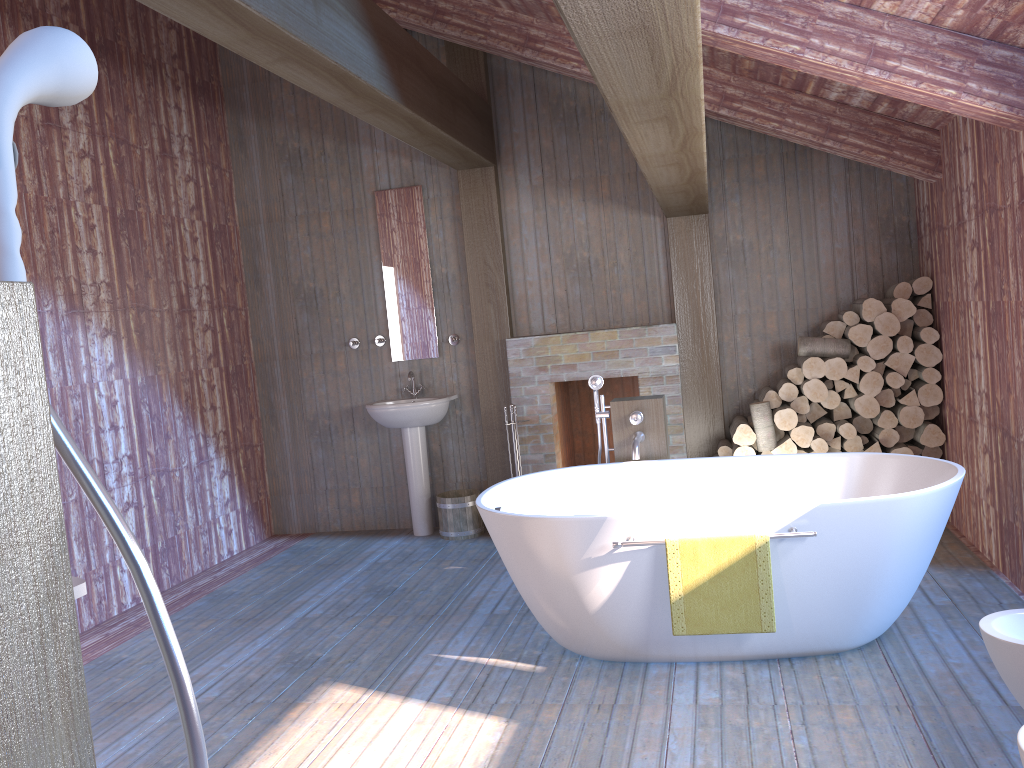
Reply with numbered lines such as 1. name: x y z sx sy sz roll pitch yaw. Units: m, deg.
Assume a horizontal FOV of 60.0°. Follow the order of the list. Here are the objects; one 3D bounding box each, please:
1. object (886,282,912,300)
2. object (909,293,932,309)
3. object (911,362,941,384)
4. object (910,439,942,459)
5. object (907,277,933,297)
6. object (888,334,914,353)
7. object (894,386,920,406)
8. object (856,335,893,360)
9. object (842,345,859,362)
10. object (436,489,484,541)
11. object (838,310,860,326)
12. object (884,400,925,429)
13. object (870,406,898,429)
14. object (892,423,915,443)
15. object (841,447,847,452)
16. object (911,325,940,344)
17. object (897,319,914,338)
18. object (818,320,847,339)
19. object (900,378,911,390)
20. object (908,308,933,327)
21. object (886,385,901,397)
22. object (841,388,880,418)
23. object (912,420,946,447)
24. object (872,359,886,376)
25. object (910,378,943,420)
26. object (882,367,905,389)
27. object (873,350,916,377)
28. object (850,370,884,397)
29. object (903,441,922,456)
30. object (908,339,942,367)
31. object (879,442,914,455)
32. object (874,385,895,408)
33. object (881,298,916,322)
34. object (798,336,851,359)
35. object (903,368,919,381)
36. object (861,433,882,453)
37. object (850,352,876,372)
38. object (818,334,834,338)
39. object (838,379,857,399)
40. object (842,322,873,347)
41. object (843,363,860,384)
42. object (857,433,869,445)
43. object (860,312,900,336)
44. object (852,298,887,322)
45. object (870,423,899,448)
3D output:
1. object: 2.320 -0.548 5.322 0.104 0.121 0.270 -4 4 14
2. object: 2.437 -0.496 5.317 0.081 0.100 0.281 -5 4 13
3. object: 2.456 -0.070 5.296 0.102 0.109 0.438 -5 4 14
4. object: 2.506 0.382 5.381 0.114 0.113 0.301 -5 4 11
5. object: 2.422 -0.580 5.297 0.112 0.113 0.271 -5 4 13
6. object: 2.314 -0.247 5.311 0.089 0.106 0.437 -4 4 14
7. object: 2.346 0.059 5.333 0.115 0.112 0.423 -5 4 14
8. object: 2.180 -0.224 5.346 0.143 0.151 0.440 -5 4 14
9. object: 2.057 -0.205 5.474 0.121 0.124 0.291 -4 4 14
10. object: -0.352 0.887 6.031 0.309 0.290 0.308 -4 4 23
11. object: 2.033 -0.399 5.353 0.094 0.097 0.227 -4 4 14
12. object: 2.358 0.174 5.348 0.137 0.133 0.437 -5 4 11
13. object: 2.230 0.196 5.346 0.114 0.113 0.301 -5 4 11
14. object: 2.379 0.283 5.448 0.118 0.106 0.319 -5 4 11
15. object: 2.096 0.461 5.443 0.139 0.148 0.458 -5 4 14
16. object: 2.438 -0.301 5.280 0.102 0.109 0.438 -5 4 14
17. object: 2.350 -0.341 5.401 0.132 0.119 0.319 -4 4 15
18. object: 1.980 -0.332 5.481 0.140 0.121 0.319 -4 4 15
19. object: 2.339 -0.004 5.316 0.067 0.069 0.177 -5 4 13
20. object: 2.435 -0.399 5.310 0.107 0.115 0.269 -4 4 14
21. object: 2.285 0.037 5.331 0.065 0.069 0.177 -5 4 12
22. object: 2.114 0.113 5.390 0.141 0.143 0.437 -5 4 11
23. object: 2.473 0.280 5.345 0.139 0.137 0.455 -5 4 11
24. object: 2.183 -0.097 5.334 0.095 0.090 0.278 -4 4 15
25. object: 2.463 0.095 5.319 0.137 0.256 0.439 -5 4 14
26. object: 2.267 -0.045 5.340 0.102 0.109 0.438 -5 4 14
27. object: 2.300 -0.131 5.356 0.172 0.151 0.482 -4 4 14
28. object: 2.144 -0.014 5.372 0.136 0.157 0.439 -4 4 14
29. object: 2.427 0.396 5.394 0.088 0.092 0.280 -5 4 13
30. object: 2.437 -0.188 5.294 0.147 0.152 0.439 -5 4 14
31. object: 2.320 0.411 5.376 0.138 0.147 0.440 -5 4 14
32. object: 2.220 0.069 5.348 0.111 0.118 0.302 -5 4 12
33. object: 2.308 -0.448 5.318 0.133 0.142 0.456 -4 4 14
34. object: 1.867 -0.219 5.312 0.302 0.157 0.121 -4 4 14
35. object: 2.406 -0.069 5.354 0.088 0.092 0.280 -4 4 14
36. object: 2.163 0.363 5.399 0.115 0.112 0.423 -5 4 14
37. object: 2.110 -0.140 5.365 0.102 0.109 0.438 -5 4 14
38. object: 1.936 -0.243 5.497 0.113 0.130 0.291 -4 4 14
39. object: 2.045 0.026 5.402 0.085 0.096 0.280 -4 4 14
40. object: 2.080 -0.306 5.379 0.139 0.148 0.458 -5 4 14
41. object: 2.030 -0.062 5.390 0.109 0.124 0.424 -5 4 13
42. object: 2.128 0.332 5.391 0.054 0.056 0.146 -5 4 14
43. object: 2.206 -0.362 5.328 0.141 0.143 0.437 -5 4 11
44. object: 2.151 -0.451 5.351 0.135 0.139 0.456 -4 4 14
45. object: 2.241 0.304 5.348 0.116 0.117 0.289 -5 4 11
